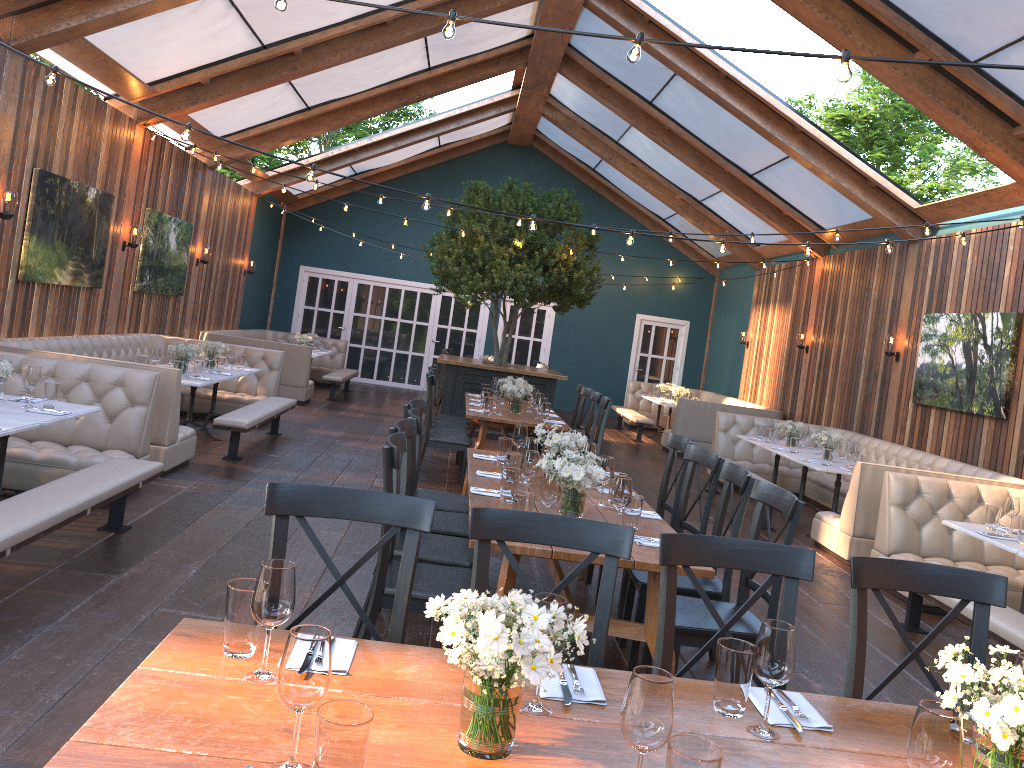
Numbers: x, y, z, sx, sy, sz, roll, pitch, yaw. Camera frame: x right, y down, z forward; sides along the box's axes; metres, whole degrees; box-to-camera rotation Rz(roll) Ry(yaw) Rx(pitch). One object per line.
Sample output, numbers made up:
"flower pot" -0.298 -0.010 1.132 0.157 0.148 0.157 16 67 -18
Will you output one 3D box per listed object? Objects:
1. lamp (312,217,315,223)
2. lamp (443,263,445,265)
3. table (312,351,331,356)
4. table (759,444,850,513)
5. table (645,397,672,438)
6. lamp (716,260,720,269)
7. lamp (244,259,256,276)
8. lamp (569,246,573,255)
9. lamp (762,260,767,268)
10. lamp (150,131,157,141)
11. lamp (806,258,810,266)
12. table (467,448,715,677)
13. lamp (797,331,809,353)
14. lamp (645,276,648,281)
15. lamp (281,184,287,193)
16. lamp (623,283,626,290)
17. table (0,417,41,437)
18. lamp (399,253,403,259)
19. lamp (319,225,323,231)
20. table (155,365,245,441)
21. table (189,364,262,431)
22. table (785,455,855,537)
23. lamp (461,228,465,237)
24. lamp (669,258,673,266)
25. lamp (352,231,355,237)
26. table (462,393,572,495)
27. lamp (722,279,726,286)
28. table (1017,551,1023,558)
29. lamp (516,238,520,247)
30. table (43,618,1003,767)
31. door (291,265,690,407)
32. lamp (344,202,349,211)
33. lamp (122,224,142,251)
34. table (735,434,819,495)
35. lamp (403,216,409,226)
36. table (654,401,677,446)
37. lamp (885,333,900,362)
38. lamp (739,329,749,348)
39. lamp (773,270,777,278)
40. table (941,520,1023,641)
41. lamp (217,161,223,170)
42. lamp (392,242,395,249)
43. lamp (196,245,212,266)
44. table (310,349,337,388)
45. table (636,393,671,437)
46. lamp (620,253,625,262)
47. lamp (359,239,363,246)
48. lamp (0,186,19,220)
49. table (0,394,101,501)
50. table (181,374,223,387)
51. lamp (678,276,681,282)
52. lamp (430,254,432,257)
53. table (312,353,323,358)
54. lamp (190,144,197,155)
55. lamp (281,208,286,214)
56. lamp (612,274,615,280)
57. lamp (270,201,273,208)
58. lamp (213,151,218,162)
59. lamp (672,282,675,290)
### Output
"lamp" -3.547 -2.932 15.807 0.056 0.121 0.056 8 0 -19
"lamp" -1.139 -1.965 14.755 0.057 0.119 0.060 8 1 33
"table" -3.574 -0.232 15.003 0.798 0.672 0.800 8 2 -3
"table" 3.058 1.065 9.299 0.798 0.672 0.800 8 2 -3
"table" 2.725 0.637 15.352 0.798 0.672 0.800 8 2 -3
"lamp" 2.945 -1.706 12.630 0.056 0.121 0.056 8 0 -21
"lamp" -4.554 -2.024 15.407 0.178 0.320 0.146 8 0 -3
"lamp" 0.799 -1.788 11.866 0.060 0.119 0.056 8 0 -18
"lamp" 3.669 -1.738 12.857 0.064 0.118 0.056 8 0 5
"lamp" -4.035 -2.793 9.966 0.057 0.119 0.061 8 1 32
"lamp" 4.392 -1.808 13.108 0.057 0.120 0.056 8 0 26
"table" 0.194 0.927 4.579 0.949 0.729 2.436 8 3 -4
"lamp" 4.316 -0.628 13.147 0.178 0.320 0.146 8 0 -3
"lamp" 2.772 -2.170 18.184 0.056 0.120 0.056 8 0 18
"lamp" -2.704 -2.325 10.513 0.057 0.119 0.062 8 1 38
"lamp" 1.783 -1.541 13.999 0.056 0.121 0.056 8 0 -27
"table" -2.993 0.515 4.436 0.798 0.672 0.800 8 2 -3
"lamp" -1.856 -2.157 14.875 0.057 0.115 0.073 8 1 40
"lamp" -3.279 -2.681 15.191 0.059 0.119 0.056 8 0 -9
"table" -3.241 0.196 8.949 0.798 0.672 0.800 8 2 -3
"table" -3.286 0.138 9.764 0.798 0.672 0.800 8 2 -4
"table" 3.103 1.122 8.484 0.798 0.672 0.800 8 2 -4
"lamp" -0.622 -1.944 11.350 0.056 0.121 0.056 8 0 -23
"lamp" 2.228 -1.705 12.366 0.056 0.117 0.068 8 1 -6
"lamp" -2.876 -2.732 16.101 0.056 0.120 0.056 8 0 12
"table" -0.054 0.609 9.084 0.949 0.729 2.436 8 3 -4
"lamp" 3.249 -1.554 13.560 0.056 0.118 0.066 8 1 -27
"table" 3.306 1.384 4.786 0.798 0.672 0.800 8 2 -3
"lamp" 0.085 -1.861 11.621 0.056 0.121 0.056 8 0 22
"table" 0.374 1.131 1.753 2.429 0.730 0.952 8 2 -3
"door" -0.457 -0.782 18.406 8.167 2.211 0.174 8 0 -3
"lamp" -2.025 -2.168 10.810 0.056 0.120 0.056 8 1 -37
"lamp" -4.252 -1.636 9.920 0.178 0.320 0.146 8 0 -3
"table" 3.013 1.007 10.113 0.798 0.672 0.800 8 2 -4
"lamp" -1.330 -2.045 11.091 0.056 0.120 0.056 8 0 -16
"table" 2.770 0.694 14.537 0.798 0.672 0.800 8 2 -4
"lamp" 4.467 -0.434 10.404 0.178 0.320 0.146 8 0 -3
"lamp" 4.165 -0.822 15.891 0.178 0.320 0.146 8 0 -3
"lamp" 3.968 -1.660 13.355 0.074 0.115 0.056 8 0 3
"table" 3.261 1.326 5.601 0.798 0.672 0.800 8 2 -4
"lamp" -3.376 -2.530 10.233 0.065 0.118 0.057 7 1 -45
"lamp" -2.199 -2.566 16.398 0.056 0.120 0.056 8 0 -1
"lamp" -4.403 -1.830 12.663 0.178 0.320 0.146 8 0 -3
"table" -3.619 -0.290 15.817 0.798 0.672 0.800 8 2 -4
"table" 2.680 0.579 16.167 0.798 0.672 0.800 8 2 -4
"lamp" 1.516 -1.733 12.117 0.060 0.119 0.056 8 0 20
"lamp" -2.574 -2.400 15.055 0.056 0.119 0.059 8 1 1
"lamp" -4.099 -1.441 7.155 0.178 0.320 0.146 8 0 -3
"table" -3.038 0.457 5.251 0.798 0.672 0.800 8 2 -4
"table" -3.196 0.253 8.134 0.798 0.672 0.800 8 2 -4
"lamp" 3.494 -2.180 18.423 0.056 0.121 0.056 8 0 -21
"lamp" -1.526 -2.451 16.690 0.056 0.121 0.056 8 0 21
"table" -3.530 -0.175 14.188 0.798 0.672 0.800 8 2 -4
"lamp" -3.523 -2.594 9.786 0.056 0.120 0.056 8 1 -38
"lamp" -3.963 -2.992 15.318 0.077 0.114 0.056 9 1 42
"lamp" 2.059 -2.173 17.949 0.056 0.119 0.061 8 1 -3
"lamp" -4.210 -3.148 15.504 0.056 0.120 0.056 8 1 -34
"lamp" -3.253 -2.502 9.727 0.056 0.121 0.056 8 0 -1
"lamp" 2.516 -1.521 13.776 0.056 0.121 0.056 8 0 -26
